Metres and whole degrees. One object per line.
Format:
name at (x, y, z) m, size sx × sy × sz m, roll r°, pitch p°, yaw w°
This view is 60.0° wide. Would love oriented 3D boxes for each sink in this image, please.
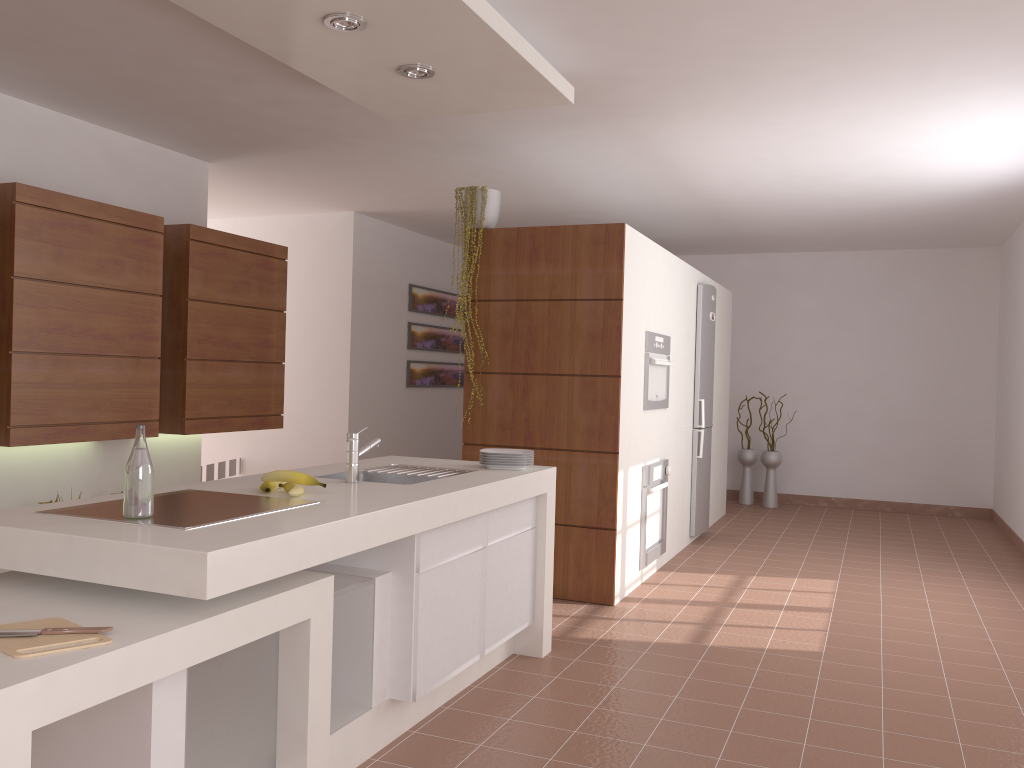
sink at (-0.440, 0.338, 3.381) m, size 0.404 × 0.368 × 0.668 m, roll 2°, pitch 0°, yaw 22°

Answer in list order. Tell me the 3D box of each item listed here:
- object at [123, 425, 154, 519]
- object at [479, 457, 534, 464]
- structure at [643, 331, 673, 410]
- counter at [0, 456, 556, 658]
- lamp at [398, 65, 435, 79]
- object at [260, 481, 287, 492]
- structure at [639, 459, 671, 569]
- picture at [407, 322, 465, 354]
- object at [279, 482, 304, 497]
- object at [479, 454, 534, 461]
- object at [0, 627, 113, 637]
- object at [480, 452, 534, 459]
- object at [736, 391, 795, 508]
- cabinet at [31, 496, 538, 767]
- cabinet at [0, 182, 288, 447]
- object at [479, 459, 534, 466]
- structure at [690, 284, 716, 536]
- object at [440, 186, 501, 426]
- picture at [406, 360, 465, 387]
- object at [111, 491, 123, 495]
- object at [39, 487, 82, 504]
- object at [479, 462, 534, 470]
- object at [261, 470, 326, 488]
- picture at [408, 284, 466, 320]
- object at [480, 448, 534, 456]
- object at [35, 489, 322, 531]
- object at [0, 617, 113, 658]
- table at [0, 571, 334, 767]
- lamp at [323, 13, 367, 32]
object at (-0.932, 0.218, 2.220) m, size 0.071 × 0.230 × 0.071 m, roll 2°, pitch 0°, yaw 4°
object at (-0.022, 0.322, 3.723) m, size 0.228 × 0.020 × 0.228 m, roll 2°, pitch 0°, yaw 4°
structure at (0.903, -0.076, 5.360) m, size 0.056 × 0.454 × 0.614 m, roll 2°, pitch 0°, yaw 22°
counter at (-0.609, 0.742, 2.995) m, size 0.821 × 0.800 × 2.156 m, roll 2°, pitch 0°, yaw 22°
lamp at (-0.370, -1.231, 3.444) m, size 0.143 × 0.059 × 0.143 m, roll 1°, pitch 1°, yaw -39°
object at (-0.763, 0.322, 2.806) m, size 0.060 × 0.033 × 0.207 m, roll 2°, pitch 0°, yaw 2°
structure at (0.875, 0.772, 5.370) m, size 0.058 × 0.592 × 0.596 m, roll 2°, pitch 0°, yaw 23°
picture at (-0.681, -0.441, 8.774) m, size 0.015 × 0.248 × 1.408 m, roll 2°, pitch 0°, yaw 22°
object at (-0.677, 0.325, 2.741) m, size 0.060 × 0.033 × 0.207 m, roll 1°, pitch 0°, yaw -23°
object at (-0.022, 0.311, 3.723) m, size 0.228 × 0.020 × 0.228 m, roll 2°, pitch 0°, yaw 4°
object at (-0.979, 0.485, 1.726) m, size 0.375 × 0.008 × 0.041 m, roll 2°, pitch 0°, yaw -11°
object at (-0.021, 0.301, 3.723) m, size 0.228 × 0.020 × 0.228 m, roll 2°, pitch 0°, yaw 4°
object at (2.468, 0.630, 8.547) m, size 0.655 × 1.112 × 0.284 m, roll 2°, pitch 1°, yaw 42°
cabinet at (-0.629, 0.792, 2.941) m, size 0.737 × 0.700 × 2.048 m, roll 2°, pitch 0°, yaw 22°
cabinet at (-2.745, -0.326, 3.827) m, size 0.754 × 1.200 × 4.718 m, roll 2°, pitch 0°, yaw 22°
object at (-0.022, 0.332, 3.723) m, size 0.228 × 0.020 × 0.228 m, roll 2°, pitch 0°, yaw 4°
structure at (1.471, 0.187, 6.728) m, size 0.089 × 1.862 × 0.604 m, roll 2°, pitch 0°, yaw 22°
object at (-0.226, -0.427, 4.977) m, size 0.297 × 1.344 × 0.279 m, roll 1°, pitch 0°, yaw -18°
picture at (-0.691, -0.091, 8.776) m, size 0.015 × 0.248 × 1.408 m, roll 2°, pitch 0°, yaw 22°
object at (-2.115, 0.811, 4.990) m, size 0.087 × 0.546 × 0.296 m, roll 2°, pitch 0°, yaw 23°
object at (-2.283, 0.809, 4.578) m, size 0.087 × 0.546 × 0.296 m, roll 2°, pitch 1°, yaw 38°
object at (-0.022, 0.342, 3.723) m, size 0.228 × 0.020 × 0.228 m, roll 2°, pitch 0°, yaw 4°
object at (-0.685, 0.297, 2.770) m, size 0.207 × 0.055 × 0.047 m, roll 2°, pitch 0°, yaw -1°
picture at (-0.671, -0.791, 8.771) m, size 0.015 × 0.248 × 1.408 m, roll 2°, pitch 0°, yaw 22°
object at (-0.021, 0.291, 3.723) m, size 0.228 × 0.020 × 0.228 m, roll 2°, pitch 0°, yaw 4°
object at (-0.887, 0.336, 2.425) m, size 0.493 × 0.006 × 0.551 m, roll 2°, pitch 0°, yaw 22°
object at (-0.923, 0.493, 1.732) m, size 0.266 × 0.006 × 0.168 m, roll 2°, pitch 1°, yaw 39°
table at (-1.010, 0.814, 2.020) m, size 0.737 × 0.647 × 1.003 m, roll 2°, pitch 0°, yaw 22°
lamp at (-0.560, -1.233, 2.982) m, size 0.143 × 0.059 × 0.143 m, roll 1°, pitch 1°, yaw -39°
